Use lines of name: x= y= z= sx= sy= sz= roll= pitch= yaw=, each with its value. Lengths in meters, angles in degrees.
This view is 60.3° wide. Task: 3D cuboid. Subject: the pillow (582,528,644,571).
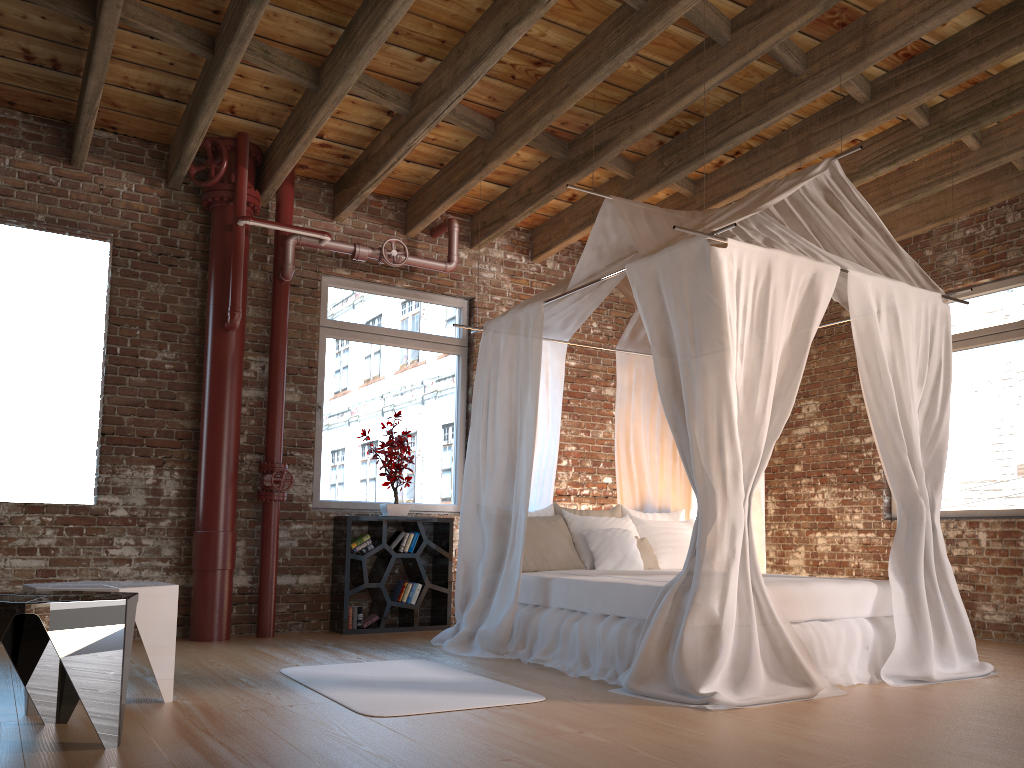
pillow: x=0.675 y=1.100 z=5.863 sx=0.389 sy=0.289 sz=0.214 roll=4 pitch=-8 yaw=-22

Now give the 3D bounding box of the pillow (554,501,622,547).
pillow: x=0.556 y=1.081 z=6.227 sx=0.640 sy=0.491 sz=0.207 roll=6 pitch=-7 yaw=-32

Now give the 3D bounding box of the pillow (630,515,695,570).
pillow: x=1.169 y=1.165 z=6.376 sx=0.637 sy=0.429 sz=0.291 roll=6 pitch=-8 yaw=-31

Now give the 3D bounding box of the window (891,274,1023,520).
window: x=3.491 y=0.153 z=6.891 sx=0.174 sy=1.834 sz=1.308 roll=4 pitch=-7 yaw=-30

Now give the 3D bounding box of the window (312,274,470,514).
window: x=-0.952 y=0.113 z=6.990 sx=1.363 sy=1.835 sz=0.167 roll=5 pitch=-6 yaw=-32

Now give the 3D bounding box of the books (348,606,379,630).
books: x=-1.096 y=1.696 z=6.414 sx=0.253 sy=0.158 sz=0.133 roll=6 pitch=-9 yaw=-31

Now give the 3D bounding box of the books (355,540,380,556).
books: x=-1.066 y=1.203 z=6.469 sx=0.159 sy=0.113 sz=0.133 roll=6 pitch=-9 yaw=-31

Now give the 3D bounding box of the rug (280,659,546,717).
rug: x=-0.527 y=1.430 z=4.230 sx=0.871 sy=0.007 sz=1.428 roll=6 pitch=-11 yaw=-29

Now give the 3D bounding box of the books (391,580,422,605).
books: x=-0.790 y=1.564 z=6.615 sx=0.206 sy=0.179 sz=0.133 roll=6 pitch=-8 yaw=-31

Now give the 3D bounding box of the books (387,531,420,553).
books: x=-0.828 y=1.186 z=6.619 sx=0.247 sy=0.164 sz=0.133 roll=6 pitch=-9 yaw=-31

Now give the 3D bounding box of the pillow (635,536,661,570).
pillow: x=0.866 y=1.154 z=6.019 sx=0.292 sy=0.232 sz=0.161 roll=6 pitch=-8 yaw=-33

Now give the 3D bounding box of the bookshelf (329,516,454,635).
bookshelf: x=-0.896 y=1.425 z=6.640 sx=0.867 sy=0.839 sz=0.291 roll=5 pitch=-7 yaw=-31

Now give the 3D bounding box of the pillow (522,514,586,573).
pillow: x=0.155 y=1.044 z=5.741 sx=0.621 sy=0.411 sz=0.356 roll=6 pitch=-9 yaw=-34

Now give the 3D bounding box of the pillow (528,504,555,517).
pillow: x=0.058 y=1.037 z=5.909 sx=0.641 sy=0.489 sz=0.198 roll=6 pitch=-7 yaw=-31

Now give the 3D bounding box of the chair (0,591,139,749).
chair: x=-1.594 y=0.967 z=2.993 sx=0.610 sy=0.486 sz=0.546 roll=-1 pitch=-8 yaw=12

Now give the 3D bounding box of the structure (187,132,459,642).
structure: x=-1.340 y=0.050 z=6.318 sx=2.026 sy=3.438 sz=0.573 roll=5 pitch=-6 yaw=-32

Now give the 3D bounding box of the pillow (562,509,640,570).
pillow: x=0.661 y=1.069 z=6.057 sx=0.620 sy=0.400 sz=0.347 roll=6 pitch=-9 yaw=-33

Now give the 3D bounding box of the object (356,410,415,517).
object: x=-0.927 y=0.585 z=6.667 sx=0.422 sy=0.834 sz=0.393 roll=5 pitch=-7 yaw=-35

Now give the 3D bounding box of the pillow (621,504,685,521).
pillow: x=1.072 y=1.148 z=6.544 sx=0.640 sy=0.495 sz=0.206 roll=6 pitch=-7 yaw=-31

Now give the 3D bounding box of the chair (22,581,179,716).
chair: x=-1.731 y=1.086 z=3.690 sx=0.526 sy=0.486 sz=0.632 roll=-2 pitch=-9 yaw=23

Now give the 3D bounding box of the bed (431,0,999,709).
bed: x=1.107 y=-0.267 z=5.458 sx=2.531 sy=3.852 sz=2.654 roll=5 pitch=-8 yaw=-31

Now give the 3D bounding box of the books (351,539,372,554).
books: x=-1.116 y=1.185 z=6.439 sx=0.156 sy=0.108 sz=0.133 roll=6 pitch=-9 yaw=-31

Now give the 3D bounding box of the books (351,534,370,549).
books: x=-1.127 y=1.149 z=6.435 sx=0.156 sy=0.108 sz=0.133 roll=6 pitch=-9 yaw=-31
